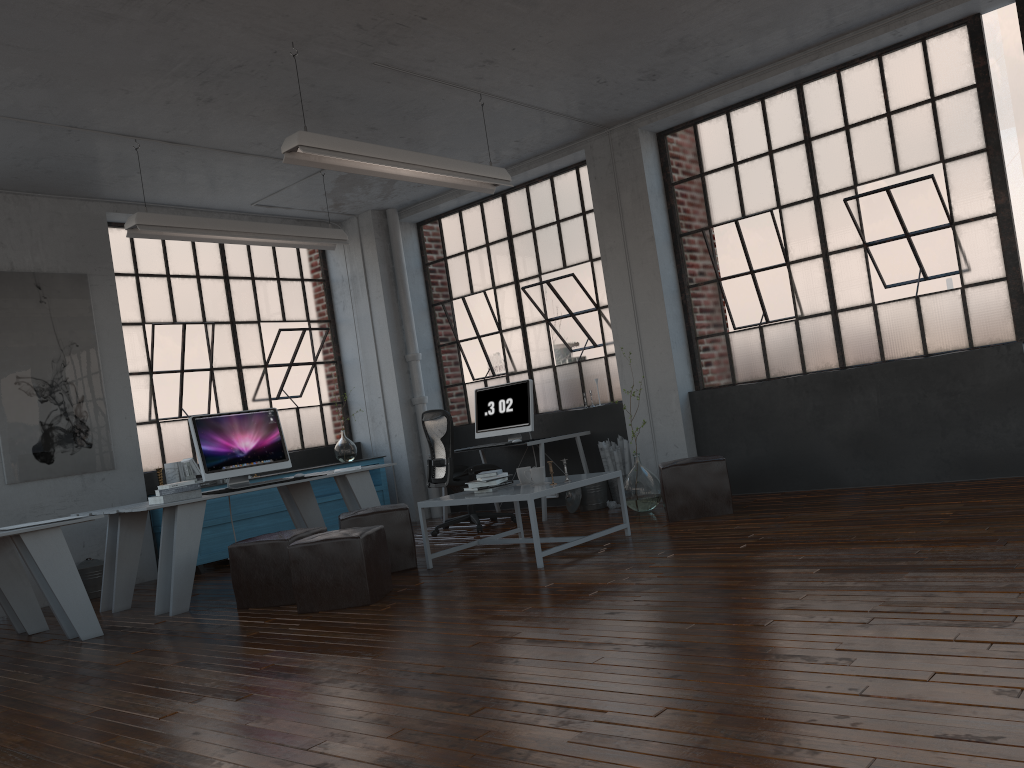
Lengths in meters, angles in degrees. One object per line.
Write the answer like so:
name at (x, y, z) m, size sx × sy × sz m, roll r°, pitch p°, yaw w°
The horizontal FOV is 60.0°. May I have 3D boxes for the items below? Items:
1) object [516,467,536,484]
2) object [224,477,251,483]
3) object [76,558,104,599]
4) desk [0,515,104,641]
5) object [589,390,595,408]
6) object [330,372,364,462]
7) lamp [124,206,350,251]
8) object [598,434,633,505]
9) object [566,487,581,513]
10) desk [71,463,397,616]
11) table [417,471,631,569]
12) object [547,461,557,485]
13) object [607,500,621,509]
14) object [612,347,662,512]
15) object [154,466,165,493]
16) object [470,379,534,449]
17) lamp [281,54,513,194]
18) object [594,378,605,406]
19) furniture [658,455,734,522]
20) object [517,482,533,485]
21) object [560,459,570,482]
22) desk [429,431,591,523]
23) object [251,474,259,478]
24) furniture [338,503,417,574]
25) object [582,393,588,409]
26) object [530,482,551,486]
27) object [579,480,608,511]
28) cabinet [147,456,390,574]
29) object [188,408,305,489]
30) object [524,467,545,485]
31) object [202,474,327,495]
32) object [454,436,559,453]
object at (0.098, 0.627, 6.088) m, size 0.129 × 0.109 × 0.101 m, roll -7°, pitch -2°, yaw -41°
object at (-2.498, 0.863, 7.945) m, size 0.187 × 0.014 × 0.252 m, roll -10°, pitch -3°, yaw 40°
object at (-3.316, 1.524, 6.993) m, size 0.292 × 0.308 × 0.293 m, roll -8°, pitch -2°, yaw -22°
desk at (-3.414, 1.256, 4.789) m, size 1.067 × 0.697 × 2.053 m, roll -10°, pitch -3°, yaw 40°
object at (0.748, 0.140, 8.330) m, size 0.066 × 0.160 × 0.066 m, roll -8°, pitch -1°, yaw -18°
object at (-1.671, 0.320, 9.082) m, size 0.434 × 0.939 × 0.231 m, roll -9°, pitch -1°, yaw 22°
lamp at (-2.057, -1.204, 6.865) m, size 0.202 × 0.205 × 1.874 m, roll -10°, pitch -3°, yaw 40°
object at (0.969, 0.763, 7.942) m, size 0.293 × 0.627 × 0.274 m, roll -8°, pitch -1°, yaw -8°
object at (0.534, 0.999, 7.829) m, size 0.107 × 0.281 × 0.293 m, roll -8°, pitch -2°, yaw -25°
desk at (-1.929, 1.107, 6.561) m, size 1.077 × 0.704 × 2.073 m, roll -10°, pitch -3°, yaw 40°
table at (0.089, 0.904, 5.933) m, size 0.974 × 0.444 × 0.990 m, roll -10°, pitch -3°, yaw 40°
object at (0.254, 0.569, 5.667) m, size 0.052 × 0.148 × 0.053 m, roll -8°, pitch -1°, yaw -9°
object at (0.884, 1.057, 7.730) m, size 0.125 × 0.107 × 0.096 m, roll -8°, pitch -1°, yaw -8°
object at (1.004, 0.348, 7.016) m, size 0.330 × 1.339 × 0.619 m, roll -8°, pitch -1°, yaw -13°
object at (-3.066, 0.829, 7.731) m, size 0.132 × 0.236 × 0.132 m, roll -9°, pitch -1°, yaw 6°
object at (-0.125, 0.282, 8.194) m, size 0.716 × 0.552 × 0.376 m, roll -10°, pitch -2°, yaw 42°
lamp at (-0.702, -1.658, 5.753) m, size 0.202 × 0.628 × 1.874 m, roll -9°, pitch -2°, yaw 40°
object at (0.805, 0.077, 8.272) m, size 0.084 × 0.256 × 0.084 m, roll -8°, pitch -1°, yaw -27°
furniture at (1.355, 0.774, 6.560) m, size 0.503 × 0.460 × 0.503 m, roll -9°, pitch -2°, yaw 7°
object at (0.099, 0.681, 6.079) m, size 0.137 × 0.003 × 0.138 m, roll -7°, pitch -3°, yaw -29°
object at (0.348, 0.556, 5.730) m, size 0.055 × 0.153 × 0.055 m, roll -9°, pitch -1°, yaw 17°
desk at (0.013, 0.889, 8.242) m, size 1.229 × 0.688 × 0.931 m, roll -10°, pitch -2°, yaw 40°
object at (-2.394, 0.825, 8.261) m, size 0.088 × 0.084 × 0.088 m, roll -10°, pitch -2°, yaw 45°
furniture at (-0.929, 1.080, 6.124) m, size 0.502 × 0.460 × 0.504 m, roll -8°, pitch -2°, yaw -11°
object at (0.688, 0.152, 8.332) m, size 0.055 × 0.153 × 0.055 m, roll -9°, pitch -1°, yaw 0°
object at (0.187, 0.658, 5.828) m, size 0.137 × 0.003 × 0.138 m, roll -7°, pitch -3°, yaw -29°
object at (0.710, 0.965, 7.912) m, size 0.290 × 0.294 × 0.291 m, roll -8°, pitch -1°, yaw -2°
cabinet at (-2.189, 1.211, 8.386) m, size 0.628 × 0.732 × 2.259 m, roll -10°, pitch -2°, yaw 40°
object at (-1.920, 0.462, 6.445) m, size 0.378 × 0.552 × 0.713 m, roll -10°, pitch -2°, yaw 42°
object at (0.162, 0.606, 5.814) m, size 0.129 × 0.109 × 0.101 m, roll -7°, pitch -2°, yaw -41°
object at (-1.877, 0.742, 6.438) m, size 0.689 × 0.008 × 0.847 m, roll -11°, pitch -3°, yaw 42°
object at (-0.086, 0.563, 8.189) m, size 0.850 × 0.008 × 0.686 m, roll -11°, pitch -3°, yaw 42°
